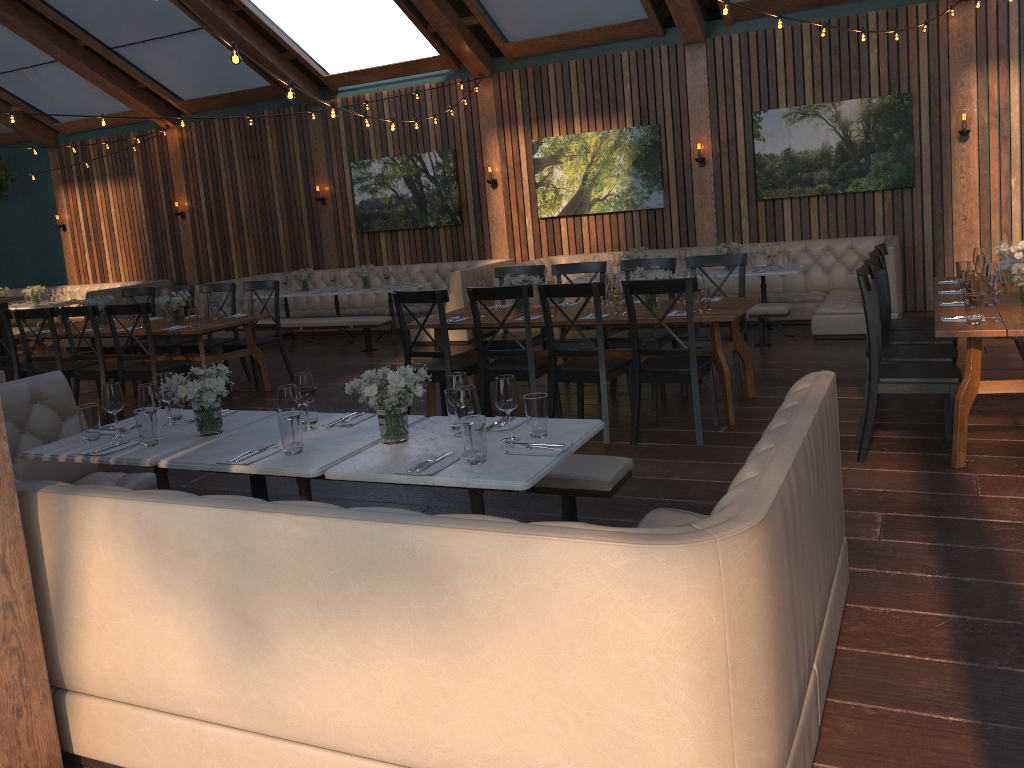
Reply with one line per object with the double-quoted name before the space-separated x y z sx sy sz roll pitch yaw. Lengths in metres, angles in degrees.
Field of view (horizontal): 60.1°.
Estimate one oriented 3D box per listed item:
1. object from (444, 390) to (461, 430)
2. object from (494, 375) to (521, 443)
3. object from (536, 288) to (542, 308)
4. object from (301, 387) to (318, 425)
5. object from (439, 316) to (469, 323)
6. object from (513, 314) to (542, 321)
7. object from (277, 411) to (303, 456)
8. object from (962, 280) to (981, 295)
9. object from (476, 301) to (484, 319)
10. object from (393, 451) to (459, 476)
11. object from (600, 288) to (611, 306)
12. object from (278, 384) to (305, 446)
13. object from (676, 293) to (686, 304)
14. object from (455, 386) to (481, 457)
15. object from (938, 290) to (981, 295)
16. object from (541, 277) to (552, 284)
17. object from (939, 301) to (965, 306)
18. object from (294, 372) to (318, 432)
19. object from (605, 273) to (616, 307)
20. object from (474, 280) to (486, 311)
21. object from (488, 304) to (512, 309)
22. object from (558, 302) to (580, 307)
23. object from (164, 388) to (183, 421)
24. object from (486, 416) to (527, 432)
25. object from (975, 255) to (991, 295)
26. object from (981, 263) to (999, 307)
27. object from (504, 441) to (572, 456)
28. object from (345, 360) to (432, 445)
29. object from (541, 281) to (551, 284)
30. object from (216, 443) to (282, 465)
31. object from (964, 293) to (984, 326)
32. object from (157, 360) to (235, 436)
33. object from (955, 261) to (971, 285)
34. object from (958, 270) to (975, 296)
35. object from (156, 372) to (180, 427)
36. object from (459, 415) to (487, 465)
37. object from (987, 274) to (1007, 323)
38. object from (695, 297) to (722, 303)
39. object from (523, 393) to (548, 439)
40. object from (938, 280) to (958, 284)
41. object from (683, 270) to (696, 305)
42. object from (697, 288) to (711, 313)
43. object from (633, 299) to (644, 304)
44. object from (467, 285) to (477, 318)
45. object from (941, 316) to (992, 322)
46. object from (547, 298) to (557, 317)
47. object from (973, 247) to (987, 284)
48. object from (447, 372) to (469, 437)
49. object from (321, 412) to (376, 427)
"object" -0.220 0.102 3.558 0.092 0.157 0.093 -3 9 12
"object" -0.016 0.092 3.302 0.092 0.242 0.093 -8 9 -21
"object" 0.238 -0.677 6.915 0.092 0.157 0.092 -12 11 -37
"object" -0.896 0.097 3.883 0.092 0.157 0.093 -3 9 12
"object" -0.419 -0.486 6.614 0.157 0.019 0.258 0 13 26
"object" 0.125 -0.483 6.366 0.157 0.019 0.258 0 13 26
"object" -0.848 0.190 3.402 0.092 0.157 0.093 -3 9 12
"object" 2.611 -0.509 5.026 0.092 0.157 0.092 -12 11 -37
"object" -0.252 -0.564 6.575 0.092 0.157 0.092 -8 9 -17
"object" -0.287 0.272 3.094 0.157 0.019 0.258 0 13 26
"object" 0.710 -0.677 6.705 0.092 0.157 0.092 -12 11 -37
"object" -0.873 0.129 3.503 0.092 0.242 0.093 -8 9 -21
"object" 1.229 -0.664 6.412 0.092 0.157 0.092 -12 11 -37
"object" -0.154 0.133 3.161 0.092 0.242 0.093 -8 9 -21
"object" 2.876 -0.594 5.680 0.255 0.019 0.159 0 13 26
"object" 0.271 -0.698 6.794 0.092 0.242 0.093 -8 9 -21
"object" 2.655 -0.479 5.208 0.255 0.019 0.159 0 13 26
"object" -0.879 0.075 3.771 0.092 0.242 0.093 -8 9 -21
"object" 0.742 -0.699 6.587 0.092 0.242 0.093 -8 9 -21
"object" -0.252 -0.707 7.068 0.092 0.242 0.093 -8 9 -16
"object" -0.110 -0.629 7.184 0.157 0.019 0.258 0 13 26
"object" 0.419 -0.621 6.909 0.157 0.019 0.258 0 13 26
"object" -1.618 0.092 4.230 0.092 0.157 0.093 -3 9 12
"object" -0.049 0.160 3.543 0.157 0.019 0.258 0 13 26
"object" 2.937 -0.680 5.514 0.092 0.242 0.093 -8 9 -21
"object" 2.732 -0.568 5.050 0.092 0.242 0.093 -8 9 -21
"object" 0.077 0.223 3.174 0.255 0.019 0.159 0 13 26
"object" -0.475 0.069 3.456 0.336 0.306 0.332 -5 10 0
"object" 0.258 -0.622 6.432 0.092 0.242 0.093 -8 9 -21
"object" -1.006 0.268 3.436 0.157 0.019 0.258 0 13 26
"object" 2.355 -0.381 4.508 0.092 0.157 0.092 -12 11 -37
"object" -1.342 0.068 3.850 0.331 0.306 0.337 -14 13 -41
"object" 3.080 -0.756 6.040 0.092 0.157 0.092 -12 11 -37
"object" 2.835 -0.627 5.514 0.092 0.157 0.092 -12 11 -37
"object" -1.600 0.070 4.118 0.092 0.242 0.093 -8 9 -16
"object" -0.129 0.194 3.060 0.092 0.157 0.093 -3 9 12
"object" 2.481 -0.439 4.525 0.092 0.242 0.093 -8 9 -21
"object" 1.419 -0.610 6.407 0.157 0.019 0.258 0 13 26
"object" 0.094 0.120 3.327 0.092 0.157 0.093 -3 9 12
"object" 3.118 -0.719 6.191 0.255 0.019 0.159 0 13 26
"object" 1.268 -0.690 6.307 0.092 0.242 0.093 -8 9 -21
"object" 1.270 -0.552 5.837 0.092 0.157 0.092 -12 11 -37
"object" 0.900 -0.621 6.696 0.157 0.019 0.258 0 13 26
"object" -0.293 -0.625 6.683 0.092 0.242 0.093 -8 9 -16
"object" 2.410 -0.350 4.683 0.255 0.019 0.159 0 13 26
"object" 0.283 -0.561 6.332 0.092 0.157 0.092 -12 11 -37
"object" 3.196 -0.809 6.037 0.092 0.242 0.093 -8 9 -21
"object" -0.202 0.079 3.446 0.092 0.242 0.093 -8 9 -21
"object" -0.726 0.155 3.867 0.157 0.019 0.258 0 13 26
